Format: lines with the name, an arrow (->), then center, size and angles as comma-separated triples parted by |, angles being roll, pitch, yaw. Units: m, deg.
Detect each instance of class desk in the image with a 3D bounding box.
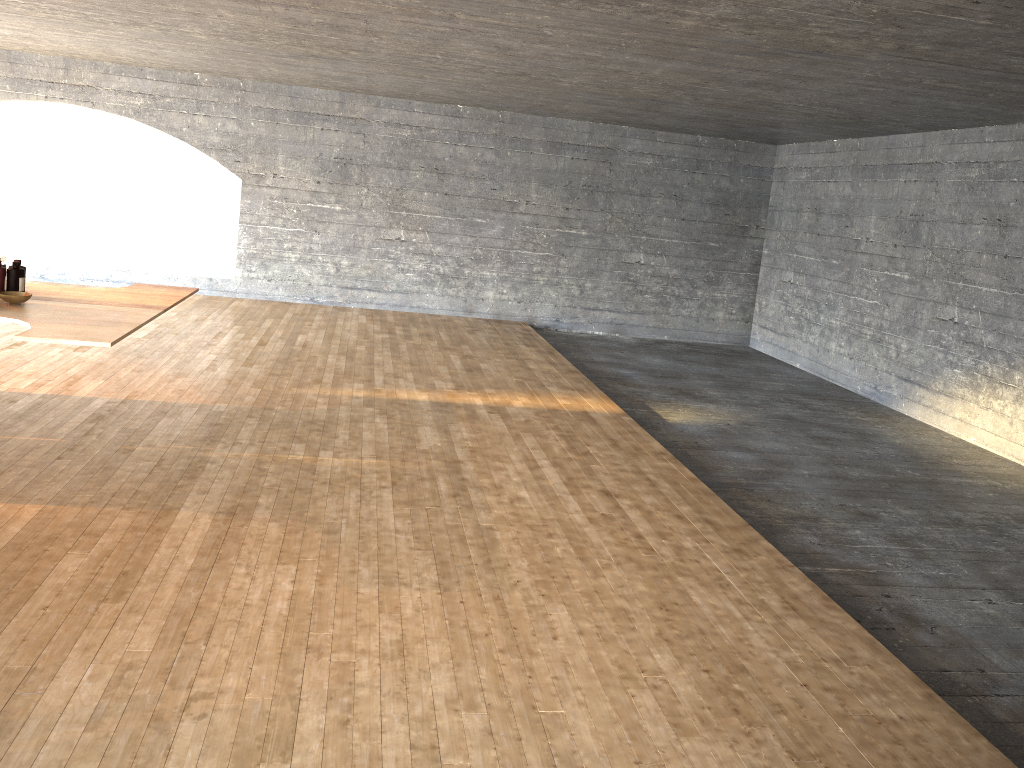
desk -> -3.561, -0.146, 4.362 | 3.464, 0.729, 3.312 | 4, 12, -10

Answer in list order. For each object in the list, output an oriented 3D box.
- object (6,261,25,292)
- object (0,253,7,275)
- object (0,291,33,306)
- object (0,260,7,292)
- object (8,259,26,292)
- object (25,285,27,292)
object -> -2.511, -0.526, 4.464 | 0.079, 0.185, 0.080 | 6, 7, -3
object -> -2.638, -0.560, 4.514 | 0.094, 0.211, 0.100 | 5, 8, -12
object -> -2.421, -0.413, 4.302 | 0.146, 0.054, 0.149 | -1, 13, -33
object -> -2.590, -0.529, 4.439 | 0.079, 0.185, 0.080 | 7, 7, 7
object -> -2.554, -0.549, 4.553 | 0.079, 0.185, 0.080 | 6, 7, -3
object -> -2.602, -0.512, 4.721 | 0.017, 0.036, 0.017 | 11, 9, 35
